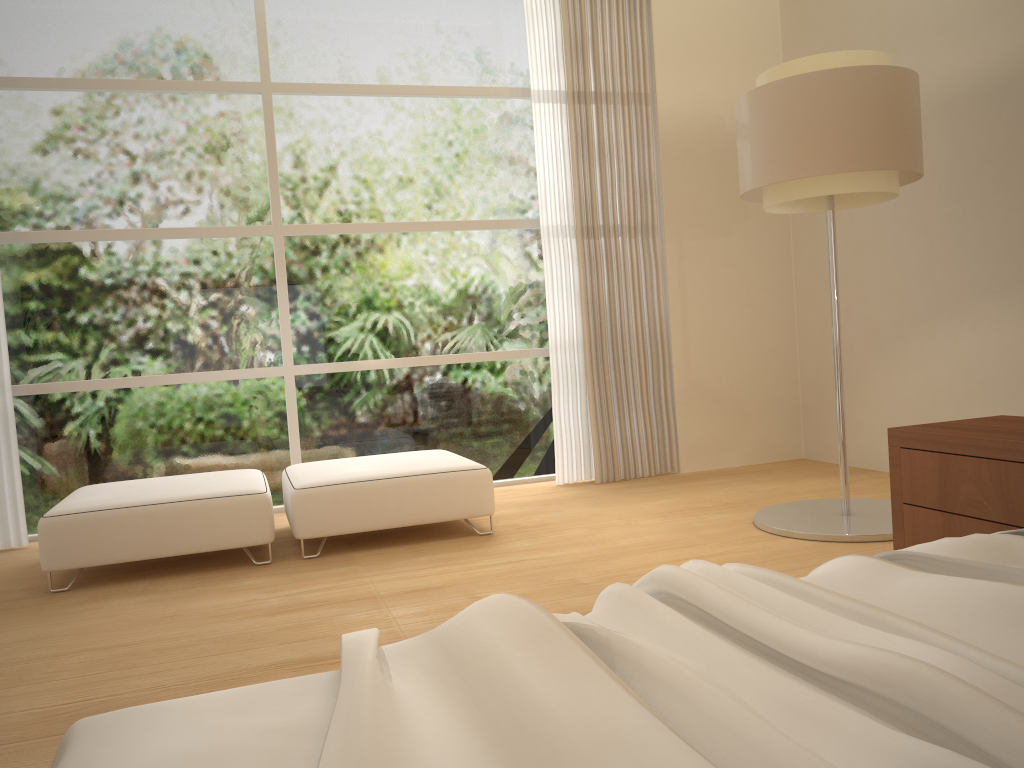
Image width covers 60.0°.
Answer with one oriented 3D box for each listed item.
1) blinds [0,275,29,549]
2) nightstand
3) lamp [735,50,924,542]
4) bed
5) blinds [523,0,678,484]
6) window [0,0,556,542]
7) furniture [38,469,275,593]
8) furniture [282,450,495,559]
[{"bbox_3d":[-3.145,-0.755,4.515,0.950,3.352,0.211,-5,3,-18],"label":"blinds"},{"bbox_3d":[2.132,0.440,1.038,0.493,0.539,4.220,-5,3,-17],"label":"nightstand"},{"bbox_3d":[1.451,-0.381,3.980,0.817,2.018,0.817,-3,3,26],"label":"lamp"},{"bbox_3d":[0.798,0.538,0.567,2.535,0.570,2.599,-5,3,-17],"label":"bed"},{"bbox_3d":[0.568,-1.060,5.610,0.814,3.351,0.202,-5,3,-18],"label":"blinds"},{"bbox_3d":[-1.409,-0.919,5.321,4.781,3.371,0.071,-5,3,-17],"label":"window"},{"bbox_3d":[-1.654,0.659,4.264,0.965,0.346,0.964,-5,3,-17],"label":"furniture"},{"bbox_3d":[-0.667,0.577,4.570,0.965,0.346,0.964,-5,3,-17],"label":"furniture"}]
